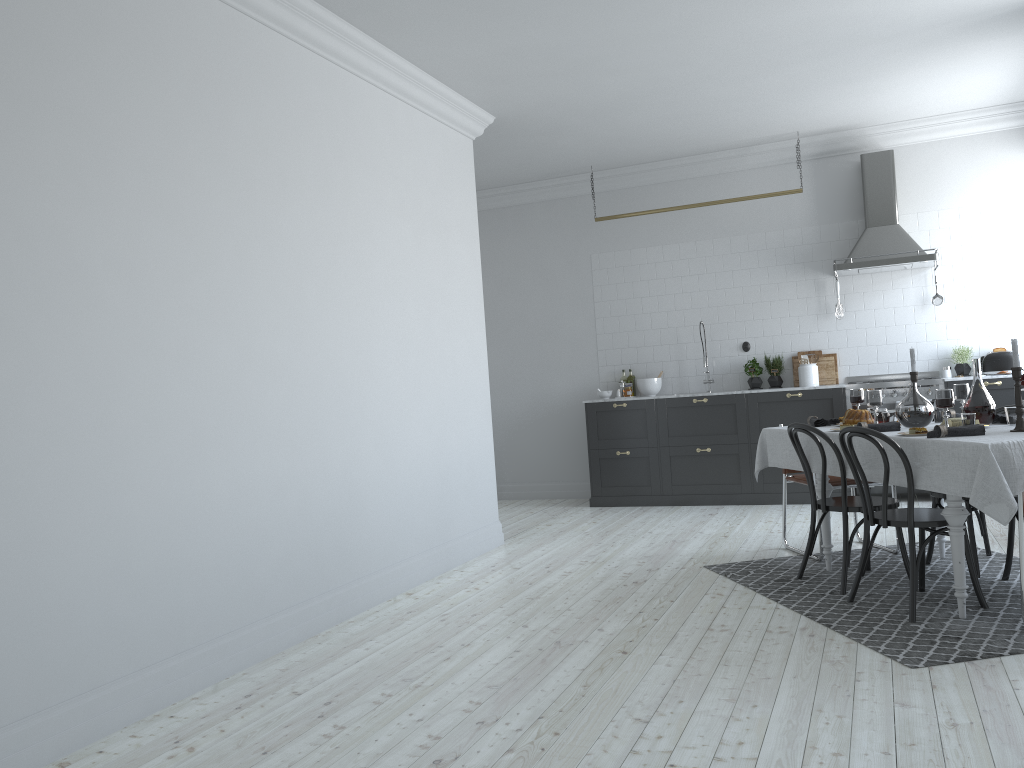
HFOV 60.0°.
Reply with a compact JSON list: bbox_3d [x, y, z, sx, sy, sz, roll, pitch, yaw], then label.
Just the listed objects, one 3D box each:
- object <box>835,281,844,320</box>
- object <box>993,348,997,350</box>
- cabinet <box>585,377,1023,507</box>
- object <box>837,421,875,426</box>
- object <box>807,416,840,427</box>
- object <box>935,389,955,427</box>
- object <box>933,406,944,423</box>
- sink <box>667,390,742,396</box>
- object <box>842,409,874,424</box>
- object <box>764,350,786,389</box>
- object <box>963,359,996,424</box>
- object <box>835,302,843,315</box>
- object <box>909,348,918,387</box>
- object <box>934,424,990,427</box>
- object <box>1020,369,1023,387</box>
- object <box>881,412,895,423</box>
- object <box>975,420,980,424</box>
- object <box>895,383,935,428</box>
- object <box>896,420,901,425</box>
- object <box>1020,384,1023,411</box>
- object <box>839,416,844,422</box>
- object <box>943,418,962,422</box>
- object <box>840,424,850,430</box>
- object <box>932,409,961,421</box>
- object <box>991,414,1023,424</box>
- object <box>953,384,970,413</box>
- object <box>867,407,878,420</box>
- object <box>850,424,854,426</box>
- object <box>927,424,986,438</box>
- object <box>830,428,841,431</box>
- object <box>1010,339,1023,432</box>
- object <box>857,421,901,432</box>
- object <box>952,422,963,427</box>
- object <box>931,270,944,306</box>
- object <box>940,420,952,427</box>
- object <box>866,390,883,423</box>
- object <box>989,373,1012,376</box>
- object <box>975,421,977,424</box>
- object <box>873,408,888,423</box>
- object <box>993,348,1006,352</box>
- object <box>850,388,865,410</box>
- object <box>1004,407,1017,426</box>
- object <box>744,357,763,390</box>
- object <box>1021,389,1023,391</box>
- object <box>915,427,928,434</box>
[{"bbox_3d":[3.012,-0.783,8.183,0.074,0.381,0.076,-4,0,3],"label":"object"},{"bbox_3d":[4.241,-0.262,7.713,0.107,0.110,0.010,-4,0,27],"label":"object"},{"bbox_3d":[2.635,0.557,8.148,3.897,1.012,0.646,-4,0,22],"label":"cabinet"},{"bbox_3d":[2.059,0.240,5.271,0.251,0.018,0.251,-4,0,22],"label":"object"},{"bbox_3d":[1.873,0.232,5.489,0.165,0.061,0.247,-4,0,-28],"label":"object"},{"bbox_3d":[2.104,0.133,4.302,0.083,0.215,0.083,-4,0,27],"label":"object"},{"bbox_3d":[2.420,0.174,5.033,0.066,0.094,0.066,-4,0,11],"label":"object"},{"bbox_3d":[1.831,0.187,8.435,0.669,0.203,0.384,-4,0,22],"label":"sink"},{"bbox_3d":[2.046,0.199,5.268,0.191,0.105,0.164,-4,0,42],"label":"object"},{"bbox_3d":[2.482,-0.143,8.397,0.196,0.367,0.186,-4,0,-23],"label":"object"},{"bbox_3d":[2.440,0.043,4.639,0.152,0.352,0.152,-4,0,-17],"label":"object"},{"bbox_3d":[3.022,-0.807,8.215,0.066,0.332,0.024,-4,0,27],"label":"object"},{"bbox_3d":[2.278,0.014,5.014,0.089,0.432,0.089,-4,0,45],"label":"object"},{"bbox_3d":[2.288,0.220,4.511,0.251,0.018,0.251,-4,0,22],"label":"object"},{"bbox_3d":[2.600,-0.055,4.190,0.347,0.215,0.318,-4,0,-15],"label":"object"},{"bbox_3d":[2.041,0.199,4.803,0.066,0.094,0.066,-4,0,11],"label":"object"},{"bbox_3d":[2.348,0.202,4.520,0.039,0.040,0.077,-4,0,2],"label":"object"},{"bbox_3d":[2.174,0.115,4.792,0.194,0.245,0.194,-4,0,6],"label":"object"},{"bbox_3d":[2.133,0.222,4.979,0.167,0.031,0.031,-4,0,-32],"label":"object"},{"bbox_3d":[2.558,0.102,4.423,0.083,0.215,0.083,-4,0,18],"label":"object"},{"bbox_3d":[2.090,0.226,5.602,0.057,0.041,0.038,-4,0,-34],"label":"object"},{"bbox_3d":[2.269,0.202,4.544,0.100,0.056,0.056,-4,0,40],"label":"object"},{"bbox_3d":[1.846,0.241,4.913,0.057,0.037,0.021,-4,0,13],"label":"object"},{"bbox_3d":[2.529,0.186,5.282,0.247,0.061,0.165,-4,0,-28],"label":"object"},{"bbox_3d":[2.648,0.175,4.680,0.247,0.061,0.165,-4,0,-28],"label":"object"},{"bbox_3d":[2.520,0.108,4.962,0.083,0.215,0.083,-4,0,27],"label":"object"},{"bbox_3d":[2.193,0.191,5.379,0.066,0.094,0.066,-4,0,11],"label":"object"},{"bbox_3d":[1.873,0.239,4.932,0.057,0.037,0.021,-4,0,41],"label":"object"},{"bbox_3d":[2.055,0.213,4.081,0.247,0.061,0.165,-4,0,-28],"label":"object"},{"bbox_3d":[1.861,0.253,4.917,0.182,0.013,0.182,-4,0,37],"label":"object"},{"bbox_3d":[2.349,0.005,4.120,0.089,0.432,0.089,-4,0,45],"label":"object"},{"bbox_3d":[1.927,0.225,4.671,0.247,0.061,0.165,-4,0,-28],"label":"object"},{"bbox_3d":[2.248,0.210,4.464,0.077,0.040,0.040,-4,0,42],"label":"object"},{"bbox_3d":[3.778,-0.861,7.892,0.101,0.331,0.030,-4,0,33],"label":"object"},{"bbox_3d":[2.198,0.202,4.502,0.039,0.040,0.078,-4,0,-3],"label":"object"},{"bbox_3d":[2.005,0.143,4.895,0.083,0.215,0.083,-4,0,27],"label":"object"},{"bbox_3d":[4.113,-0.081,7.440,0.209,0.011,0.209,-4,0,-30],"label":"object"},{"bbox_3d":[2.305,0.208,4.478,0.040,0.039,0.077,-4,0,-8],"label":"object"},{"bbox_3d":[2.127,0.191,5.097,0.091,0.101,0.091,-4,0,-23],"label":"object"},{"bbox_3d":[4.206,-0.256,7.644,0.107,0.110,0.010,-4,0,27],"label":"object"},{"bbox_3d":[2.127,0.137,5.454,0.083,0.215,0.083,-4,0,27],"label":"object"},{"bbox_3d":[2.531,0.164,4.488,0.066,0.094,0.066,-4,0,34],"label":"object"},{"bbox_3d":[2.310,-0.102,8.484,0.172,0.311,0.179,-4,0,33],"label":"object"},{"bbox_3d":[2.617,0.109,4.200,0.367,0.188,0.367,-4,0,-26],"label":"object"},{"bbox_3d":[1.977,0.229,4.282,0.051,0.039,0.036,-4,0,-28],"label":"object"}]
